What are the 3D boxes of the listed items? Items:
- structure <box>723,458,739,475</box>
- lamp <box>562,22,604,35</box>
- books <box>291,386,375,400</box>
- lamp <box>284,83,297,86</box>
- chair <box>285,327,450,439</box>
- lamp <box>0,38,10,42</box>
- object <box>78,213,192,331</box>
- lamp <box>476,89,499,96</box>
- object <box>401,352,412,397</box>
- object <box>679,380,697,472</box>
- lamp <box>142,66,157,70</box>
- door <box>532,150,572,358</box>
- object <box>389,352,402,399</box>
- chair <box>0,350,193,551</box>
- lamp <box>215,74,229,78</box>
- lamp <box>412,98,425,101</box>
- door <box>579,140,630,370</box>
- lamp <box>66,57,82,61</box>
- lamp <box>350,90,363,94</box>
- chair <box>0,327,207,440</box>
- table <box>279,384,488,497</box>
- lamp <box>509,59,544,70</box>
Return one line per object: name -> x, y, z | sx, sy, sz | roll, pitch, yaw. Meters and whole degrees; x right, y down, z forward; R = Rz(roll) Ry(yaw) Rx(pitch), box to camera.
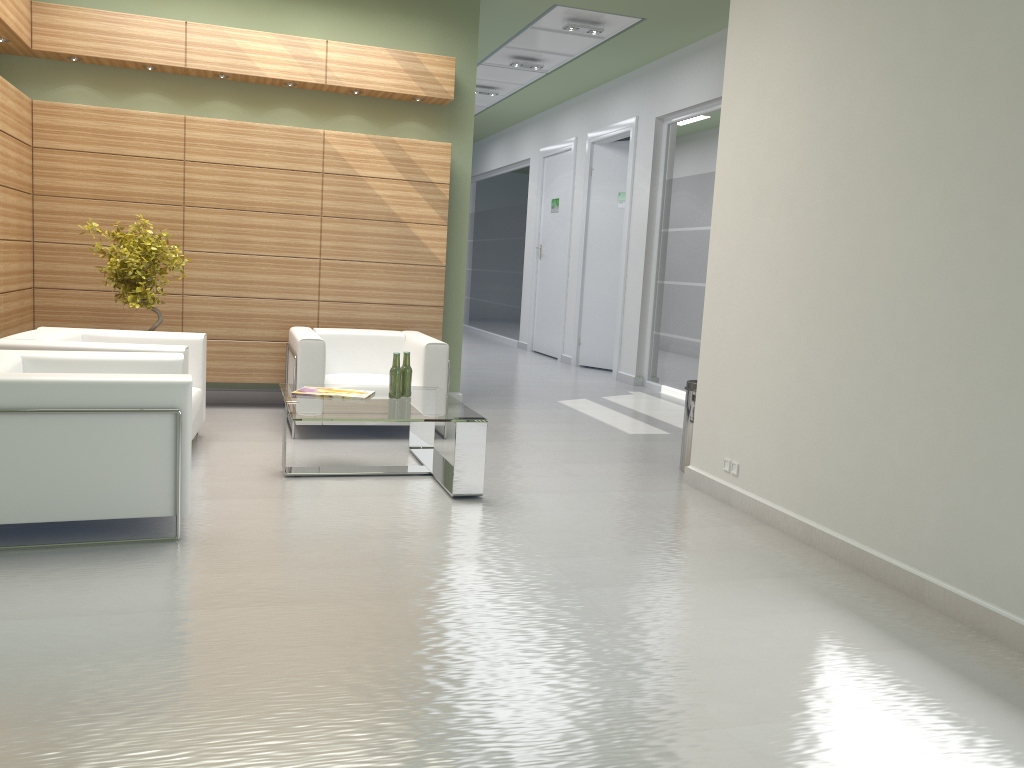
structure -> 2.150, 0.810, 8.713 | 0.017, 0.118, 0.262 | 1, 8, -18
lamp -> 1.206, -6.048, 14.996 | 0.657, 0.159, 0.286 | 1, 8, -18
books -> -1.851, 0.093, 9.237 | 0.762, 0.025, 0.508 | 4, 7, 2
lamp -> -3.051, -4.152, 12.213 | 0.181, 0.074, 0.181 | 0, 8, -23
chair -> -1.925, -0.039, 11.541 | 1.894, 1.234, 1.802 | 1, 8, -18
lamp -> -6.081, -4.123, 10.555 | 0.181, 0.074, 0.181 | -2, 9, -34
object -> -4.622, -0.786, 10.784 | 1.116, 2.565, 1.201 | 10, 10, 40
lamp -> -0.654, -6.915, 20.889 | 0.657, 0.159, 0.286 | 1, 8, -18
object -> -1.116, -0.102, 9.334 | 0.131, 0.475, 0.131 | 9, 9, 37
object -> 2.171, 0.491, 10.086 | 0.482, 1.027, 0.483 | 10, 10, 43
lamp -> -4.767, -4.186, 11.667 | 0.181, 0.074, 0.181 | 0, 8, -23
door -> 0.993, -3.288, 22.653 | 0.250, 5.083, 2.089 | 1, 8, -18
object -> -1.203, -0.087, 9.181 | 0.131, 0.475, 0.131 | 9, 9, 37
chair -> -3.538, 0.431, 7.113 | 1.802, 1.234, 1.894 | 0, 8, -23
lamp -> -3.900, -4.169, 11.943 | 0.181, 0.074, 0.181 | 8, 9, 33
lamp -> -1.348, -4.119, 12.756 | 0.181, 0.074, 0.181 | 0, 8, -23
door -> 2.506, -2.832, 19.803 | 2.089, 5.083, 0.134 | 10, 10, 42
lamp -> -5.623, -4.202, 11.394 | 0.181, 0.074, 0.181 | 0, 8, -23
lamp -> -2.191, -4.135, 12.487 | 0.181, 0.074, 0.181 | 8, 9, 33
chair -> -4.215, 0.108, 9.313 | 1.769, 1.234, 1.894 | 2, 7, -13
table -> -1.419, 0.530, 9.066 | 1.783, 0.742, 2.197 | 1, 8, -18
lamp -> 0.296, -6.472, 17.878 | 0.657, 0.159, 0.286 | 1, 8, -18
